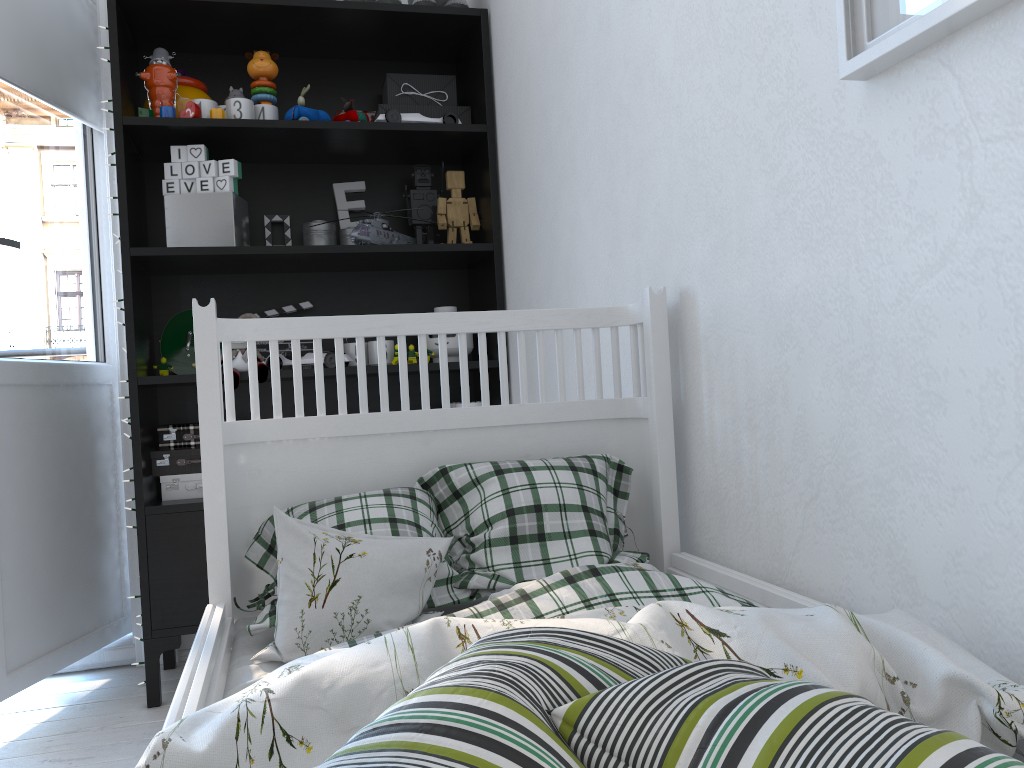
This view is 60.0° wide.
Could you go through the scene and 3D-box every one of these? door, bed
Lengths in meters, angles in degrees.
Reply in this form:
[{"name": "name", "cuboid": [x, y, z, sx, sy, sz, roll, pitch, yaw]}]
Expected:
[{"name": "door", "cuboid": [-1.666, -0.179, 2.142, 1.263, 1.838, 0.637, -3, 0, -13]}, {"name": "bed", "cuboid": [0.077, 0.277, 0.673, 0.670, 0.833, 1.404, -3, 0, -15]}]

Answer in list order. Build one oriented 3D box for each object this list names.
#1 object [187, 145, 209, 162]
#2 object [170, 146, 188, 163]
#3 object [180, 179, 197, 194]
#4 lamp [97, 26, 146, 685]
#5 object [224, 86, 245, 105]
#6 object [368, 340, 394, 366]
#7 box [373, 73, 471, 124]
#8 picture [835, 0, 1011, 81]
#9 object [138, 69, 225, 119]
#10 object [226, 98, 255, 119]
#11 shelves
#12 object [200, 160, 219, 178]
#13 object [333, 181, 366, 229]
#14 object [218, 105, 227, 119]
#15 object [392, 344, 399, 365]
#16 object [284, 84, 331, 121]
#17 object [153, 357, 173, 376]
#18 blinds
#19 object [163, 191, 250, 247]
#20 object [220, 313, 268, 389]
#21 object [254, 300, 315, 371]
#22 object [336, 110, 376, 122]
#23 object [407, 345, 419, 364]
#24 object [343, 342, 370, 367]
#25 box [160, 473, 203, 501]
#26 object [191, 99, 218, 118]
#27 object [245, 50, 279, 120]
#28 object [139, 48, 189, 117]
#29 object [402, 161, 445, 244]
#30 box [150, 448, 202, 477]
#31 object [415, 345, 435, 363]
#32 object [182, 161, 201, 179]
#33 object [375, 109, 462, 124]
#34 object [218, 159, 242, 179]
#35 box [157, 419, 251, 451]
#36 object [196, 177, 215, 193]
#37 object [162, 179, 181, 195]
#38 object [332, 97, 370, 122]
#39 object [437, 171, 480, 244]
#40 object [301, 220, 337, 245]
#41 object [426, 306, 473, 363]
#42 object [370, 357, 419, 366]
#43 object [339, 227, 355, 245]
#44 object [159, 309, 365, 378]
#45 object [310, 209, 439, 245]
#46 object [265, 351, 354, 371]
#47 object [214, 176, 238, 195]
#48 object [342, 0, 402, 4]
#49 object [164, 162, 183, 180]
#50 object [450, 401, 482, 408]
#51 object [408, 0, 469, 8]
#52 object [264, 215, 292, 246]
[{"name": "object", "cuboid": [-0.769, -0.561, 2.173, 0.040, 0.040, 0.040, -3, 0, -5]}, {"name": "object", "cuboid": [-0.811, -0.559, 2.174, 0.040, 0.040, 0.040, -3, 0, -10]}, {"name": "object", "cuboid": [-0.790, -0.479, 2.181, 0.040, 0.040, 0.040, -3, 0, -10]}, {"name": "lamp", "cuboid": [-0.538, -0.105, 2.388, 0.985, 1.684, 0.095, -3, 0, -17]}, {"name": "object", "cuboid": [-0.730, -0.711, 2.359, 0.063, 0.160, 0.063, -3, 0, -36]}, {"name": "object", "cuboid": [-0.340, -0.078, 2.312, 0.067, 0.067, 0.067, -3, 0, -1]}, {"name": "box", "cuboid": [-0.250, -0.752, 2.454, 0.251, 0.189, 0.179, -3, 0, -15]}, {"name": "picture", "cuboid": [0.413, -0.554, 0.541, 0.030, 0.493, 0.703, -3, 0, -15]}, {"name": "object", "cuboid": [-0.837, -0.723, 2.253, 0.197, 0.197, 0.318, -3, 0, -18]}, {"name": "object", "cuboid": [-0.675, -0.668, 2.206, 0.067, 0.067, 0.067, -3, 0, -14]}, {"name": "shelves", "cuboid": [-0.497, -0.104, 2.334, 0.911, 1.677, 0.353, -3, 0, -15]}, {"name": "object", "cuboid": [-0.735, -0.523, 2.173, 0.040, 0.040, 0.040, -3, 0, 15]}, {"name": "object", "cuboid": [-0.446, -0.499, 2.497, 0.107, 0.151, 0.055, -3, 0, -15]}, {"name": "object", "cuboid": [-0.723, -0.665, 2.254, 0.067, 0.067, 0.067, -3, 0, -41]}, {"name": "object", "cuboid": [-0.291, -0.075, 2.270, 0.031, 0.054, 0.042, -3, 0, 35]}, {"name": "object", "cuboid": [-0.524, -0.705, 2.286, 0.121, 0.126, 0.087, -3, 0, -37]}, {"name": "object", "cuboid": [-0.895, -0.041, 2.277, 0.042, 0.054, 0.031, -3, 0, -5]}, {"name": "blinds", "cuboid": [-1.175, -0.895, 2.222, 0.032, 0.390, 0.565, -3, 0, 5]}, {"name": "object", "cuboid": [-0.757, -0.393, 2.210, 0.170, 0.138, 0.124, -3, 0, 0]}, {"name": "object", "cuboid": [-0.643, -0.080, 2.120, 0.110, 0.186, 0.129, -3, 0, -28]}, {"name": "object", "cuboid": [-0.626, -0.126, 2.400, 0.200, 0.199, 0.048, -3, 0, -15]}, {"name": "object", "cuboid": [-0.326, -0.720, 2.543, 0.347, 0.131, 0.037, -3, 0, -15]}, {"name": "object", "cuboid": [-0.264, -0.076, 2.332, 0.042, 0.054, 0.031, -3, 0, -15]}, {"name": "object", "cuboid": [-0.409, -0.074, 2.342, 0.067, 0.067, 0.067, -3, 0, -1]}, {"name": "box", "cuboid": [-0.777, 0.252, 2.276, 0.215, 0.062, 0.179, -3, 0, -15]}, {"name": "object", "cuboid": [-0.763, -0.663, 2.198, 0.067, 0.067, 0.067, -3, 0, -14]}, {"name": "object", "cuboid": [-0.632, -0.743, 2.258, 0.077, 0.213, 0.077, -3, 0, 19]}, {"name": "object", "cuboid": [-0.852, -0.727, 2.176, 0.105, 0.203, 0.072, -3, 0, -7]}, {"name": "object", "cuboid": [-0.238, -0.481, 2.440, 0.117, 0.259, 0.081, -3, 0, -15]}, {"name": "box", "cuboid": [-0.798, 0.192, 2.271, 0.215, 0.062, 0.179, -3, 0, -15]}, {"name": "object", "cuboid": [-0.227, -0.078, 2.311, 0.042, 0.054, 0.031, -3, 0, 30]}, {"name": "object", "cuboid": [-0.780, -0.520, 2.173, 0.040, 0.040, 0.040, -3, 0, 5]}, {"name": "object", "cuboid": [-0.245, -0.682, 2.310, 0.230, 0.048, 0.098, -3, 0, -25]}, {"name": "object", "cuboid": [-0.691, -0.525, 2.173, 0.040, 0.040, 0.040, -3, 0, 10]}, {"name": "box", "cuboid": [-0.784, 0.130, 2.277, 0.215, 0.062, 0.179, -3, 0, -15]}, {"name": "object", "cuboid": [-0.746, -0.482, 2.173, 0.040, 0.040, 0.040, -3, 0, 0]}, {"name": "object", "cuboid": [-0.829, -0.477, 2.174, 0.040, 0.040, 0.040, -3, 0, 0]}, {"name": "object", "cuboid": [-0.428, -0.710, 2.354, 0.087, 0.112, 0.122, -3, 0, -44]}, {"name": "object", "cuboid": [-0.148, -0.467, 2.399, 0.114, 0.221, 0.052, -3, 0, -15]}, {"name": "object", "cuboid": [-0.526, -0.391, 2.431, 0.095, 0.110, 0.095, -3, 0, -10]}, {"name": "object", "cuboid": [-0.176, -0.128, 2.408, 0.139, 0.162, 0.139, -3, 0, -40]}, {"name": "object", "cuboid": [-0.336, -0.061, 2.475, 0.163, 0.034, 0.069, -3, 0, -15]}, {"name": "object", "cuboid": [-0.410, -0.389, 2.375, 0.078, 0.091, 0.246, -3, 0, -20]}, {"name": "object", "cuboid": [-0.670, -0.092, 2.416, 0.542, 0.239, 0.093, -3, 0, -14]}, {"name": "object", "cuboid": [-0.351, -0.399, 2.357, 0.367, 0.106, 0.349, -3, 0, -13]}, {"name": "object", "cuboid": [-0.520, -0.058, 2.273, 0.230, 0.048, 0.098, -3, 0, 10]}, {"name": "object", "cuboid": [-0.700, -0.484, 2.173, 0.040, 0.040, 0.040, -3, 0, 15]}, {"name": "object", "cuboid": [-0.372, -1.073, 2.319, 0.154, 0.253, 0.370, -3, 0, -7]}, {"name": "object", "cuboid": [-0.826, -0.517, 2.174, 0.040, 0.040, 0.040, -3, 0, -5]}, {"name": "object", "cuboid": [-0.122, 0.148, 2.404, 0.132, 0.199, 0.267, -3, 0, -15]}, {"name": "object", "cuboid": [-0.226, -1.081, 2.362, 0.211, 0.253, 0.386, -3, 0, -31]}, {"name": "object", "cuboid": [-0.641, -0.396, 2.436, 0.070, 0.134, 0.028, -3, 0, -15]}]
